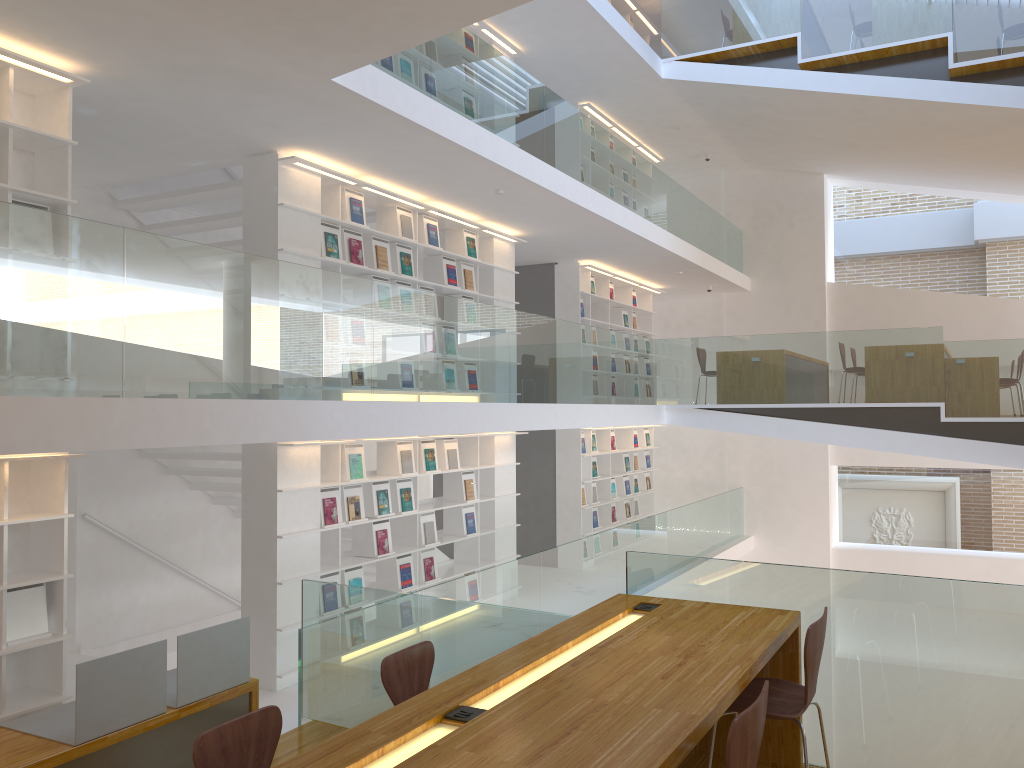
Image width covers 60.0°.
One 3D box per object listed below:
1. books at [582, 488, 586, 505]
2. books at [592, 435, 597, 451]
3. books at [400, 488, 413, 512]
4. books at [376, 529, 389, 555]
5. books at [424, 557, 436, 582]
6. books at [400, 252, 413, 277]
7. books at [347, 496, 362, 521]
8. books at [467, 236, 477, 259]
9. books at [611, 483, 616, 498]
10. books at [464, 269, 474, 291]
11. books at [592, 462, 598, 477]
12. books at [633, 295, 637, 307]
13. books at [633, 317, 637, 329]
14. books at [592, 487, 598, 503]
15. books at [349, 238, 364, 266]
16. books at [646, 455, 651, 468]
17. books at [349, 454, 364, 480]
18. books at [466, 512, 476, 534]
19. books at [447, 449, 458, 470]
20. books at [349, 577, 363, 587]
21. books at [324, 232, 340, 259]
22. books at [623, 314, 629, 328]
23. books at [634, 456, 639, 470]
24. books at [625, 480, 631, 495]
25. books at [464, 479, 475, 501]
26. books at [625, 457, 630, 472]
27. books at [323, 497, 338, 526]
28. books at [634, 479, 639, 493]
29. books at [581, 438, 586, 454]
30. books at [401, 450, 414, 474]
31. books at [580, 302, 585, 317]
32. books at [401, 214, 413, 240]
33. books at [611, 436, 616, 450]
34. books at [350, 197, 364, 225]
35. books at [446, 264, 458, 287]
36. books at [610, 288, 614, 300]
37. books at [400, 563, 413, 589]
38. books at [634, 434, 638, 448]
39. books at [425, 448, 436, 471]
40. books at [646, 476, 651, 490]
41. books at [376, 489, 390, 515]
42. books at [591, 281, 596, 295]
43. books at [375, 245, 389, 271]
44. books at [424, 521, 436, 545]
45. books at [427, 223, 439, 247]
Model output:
[{"bbox_3d":[0.895,1.437,11.281,0.037,0.210,0.145,-1,-2,28],"label":"books"},{"bbox_3d":[1.067,0.771,11.632,0.037,0.210,0.145,-1,-2,28],"label":"books"},{"bbox_3d":[-0.919,1.015,7.746,0.037,0.210,0.145,-1,-2,28],"label":"books"},{"bbox_3d":[-1.084,1.329,7.431,0.037,0.210,0.145,-1,-2,28],"label":"books"},{"bbox_3d":[-0.748,1.683,8.047,0.037,0.210,0.145,-1,-2,28],"label":"books"},{"bbox_3d":[-0.929,-1.050,7.814,0.037,0.210,0.145,-1,-2,28],"label":"books"},{"bbox_3d":[-1.266,1.009,7.121,0.037,0.210,0.145,-1,-2,28],"label":"books"},{"bbox_3d":[-0.401,-1.352,8.819,0.037,0.210,0.145,-1,-2,28],"label":"books"},{"bbox_3d":[1.397,1.469,12.224,0.037,0.210,0.145,-1,-2,28],"label":"books"},{"bbox_3d":[-0.425,-1.023,8.765,0.037,0.210,0.145,-1,-2,28],"label":"books"},{"bbox_3d":[1.083,1.125,11.640,0.037,0.210,0.145,-1,-2,28],"label":"books"},{"bbox_3d":[1.810,-1.203,13.111,0.037,0.210,0.145,-1,-2,28],"label":"books"},{"bbox_3d":[1.812,-0.888,13.101,0.037,0.210,0.145,-1,-2,28],"label":"books"},{"bbox_3d":[1.077,1.456,11.617,0.037,0.210,0.145,-1,-2,28],"label":"books"},{"bbox_3d":[-1.261,-1.070,7.195,0.037,0.210,0.145,-1,-2,28],"label":"books"},{"bbox_3d":[2.077,1.192,13.508,0.037,0.210,0.145,-1,-2,28],"label":"books"},{"bbox_3d":[-1.252,0.668,7.135,0.037,0.210,0.145,-1,-2,28],"label":"books"},{"bbox_3d":[-0.404,1.371,8.700,0.037,0.210,0.145,-1,-2,28],"label":"books"},{"bbox_3d":[-0.561,0.725,8.432,0.037,0.210,0.145,-1,-2,28],"label":"books"},{"bbox_3d":[-1.245,1.664,7.106,0.037,0.210,0.145,-1,-2,28],"label":"books"},{"bbox_3d":[-1.406,-1.073,6.927,0.037,0.210,0.145,-1,-2,28],"label":"books"},{"bbox_3d":[1.647,-0.897,12.792,0.037,0.210,0.145,-1,-2,28],"label":"books"},{"bbox_3d":[1.822,1.162,13.037,0.037,0.210,0.145,-1,-2,28],"label":"books"},{"bbox_3d":[1.662,1.490,12.715,0.037,0.210,0.145,-1,-2,28],"label":"books"},{"bbox_3d":[-0.416,1.043,8.697,0.037,0.210,0.145,-1,-2,28],"label":"books"},{"bbox_3d":[1.658,1.153,12.727,0.037,0.210,0.145,-1,-2,28],"label":"books"},{"bbox_3d":[-1.401,0.986,6.848,0.037,0.210,0.145,-1,-2,28],"label":"books"},{"bbox_3d":[1.820,1.498,13.012,0.037,0.210,0.145,-1,-2,28],"label":"books"},{"bbox_3d":[0.902,0.795,11.315,0.037,0.210,0.145,-1,-2,28],"label":"books"},{"bbox_3d":[-0.918,0.685,7.763,0.037,0.210,0.145,-1,-2,28],"label":"books"},{"bbox_3d":[0.889,-0.940,11.362,0.037,0.210,0.145,-1,-2,28],"label":"books"},{"bbox_3d":[-0.927,-1.380,7.830,0.037,0.210,0.145,-1,-2,28],"label":"books"},{"bbox_3d":[1.394,0.825,12.245,0.037,0.210,0.145,-1,-2,28],"label":"books"},{"bbox_3d":[-1.260,-1.400,7.206,0.037,0.210,0.145,-1,-2,28],"label":"books"},{"bbox_3d":[-0.574,-1.034,8.486,0.037,0.210,0.145,-1,-2,28],"label":"books"},{"bbox_3d":[1.383,-1.226,12.309,0.037,0.210,0.145,-1,-2,28],"label":"books"},{"bbox_3d":[-0.921,1.672,7.722,0.037,0.210,0.145,-1,-2,28],"label":"books"},{"bbox_3d":[1.821,0.848,13.046,0.037,0.210,0.145,-1,-2,28],"label":"books"},{"bbox_3d":[-0.744,0.695,8.090,0.037,0.210,0.145,-1,-2,28],"label":"books"},{"bbox_3d":[2.081,1.517,13.501,0.037,0.210,0.145,-1,-2,28],"label":"books"},{"bbox_3d":[-1.082,0.996,7.451,0.037,0.210,0.145,-1,-2,28],"label":"books"},{"bbox_3d":[1.060,-1.259,11.703,0.037,0.210,0.145,-1,-2,28],"label":"books"},{"bbox_3d":[-1.098,-1.059,7.501,0.037,0.210,0.145,-1,-2,28],"label":"books"},{"bbox_3d":[-0.746,1.361,8.057,0.037,0.210,0.145,-1,-2,28],"label":"books"},{"bbox_3d":[-0.730,-1.371,8.201,0.037,0.210,0.145,-1,-2,28],"label":"books"}]
